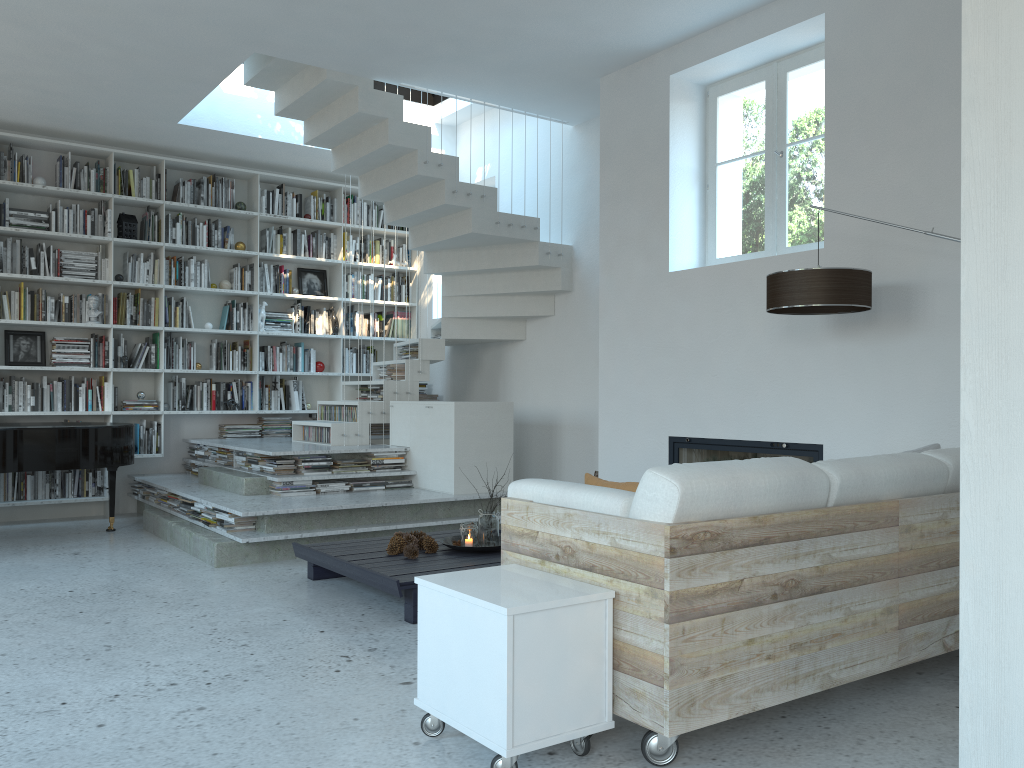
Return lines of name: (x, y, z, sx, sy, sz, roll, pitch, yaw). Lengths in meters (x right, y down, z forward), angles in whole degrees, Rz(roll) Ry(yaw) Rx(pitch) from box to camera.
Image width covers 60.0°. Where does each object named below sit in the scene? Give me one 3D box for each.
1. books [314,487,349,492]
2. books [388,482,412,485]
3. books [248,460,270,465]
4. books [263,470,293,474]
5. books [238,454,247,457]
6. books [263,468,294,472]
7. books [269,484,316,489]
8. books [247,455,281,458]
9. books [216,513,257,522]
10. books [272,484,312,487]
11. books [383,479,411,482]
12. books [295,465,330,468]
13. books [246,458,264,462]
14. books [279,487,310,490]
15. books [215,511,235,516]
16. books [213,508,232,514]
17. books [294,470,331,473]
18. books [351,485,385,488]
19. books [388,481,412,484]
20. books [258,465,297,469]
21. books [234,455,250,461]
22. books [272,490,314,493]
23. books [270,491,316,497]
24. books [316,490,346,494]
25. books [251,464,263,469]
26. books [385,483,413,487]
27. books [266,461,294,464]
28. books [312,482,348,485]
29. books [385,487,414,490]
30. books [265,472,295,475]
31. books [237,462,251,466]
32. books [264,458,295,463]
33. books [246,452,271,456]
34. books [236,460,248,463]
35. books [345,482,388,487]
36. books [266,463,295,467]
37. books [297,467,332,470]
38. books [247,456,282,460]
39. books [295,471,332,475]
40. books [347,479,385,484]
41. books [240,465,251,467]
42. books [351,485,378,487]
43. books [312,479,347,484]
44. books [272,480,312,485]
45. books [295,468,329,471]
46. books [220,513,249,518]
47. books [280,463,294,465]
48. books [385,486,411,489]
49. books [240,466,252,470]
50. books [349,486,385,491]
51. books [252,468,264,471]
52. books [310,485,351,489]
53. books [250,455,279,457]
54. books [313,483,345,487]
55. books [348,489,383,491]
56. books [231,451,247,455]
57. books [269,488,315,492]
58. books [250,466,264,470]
books: (-1.340, 0.770, 6.512, 0.232, 0.019, 0.169, 1, -1, -40)
books: (-0.903, 0.765, 6.847, 0.225, 0.007, 0.133, 1, -1, -31)
books: (-1.884, 0.593, 6.746, 0.177, 0.026, 0.230, 1, -1, -35)
books: (-1.721, 0.642, 6.523, 0.161, 0.014, 0.212, 1, -1, -31)
books: (-2.054, 0.559, 7.000, 0.145, 0.017, 0.208, 1, -1, -40)
books: (-1.716, 0.627, 6.526, 0.152, 0.015, 0.208, 1, -1, -38)
books: (-1.576, 0.730, 6.354, 0.292, 0.012, 0.159, 1, -1, -32)
books: (-1.885, 0.549, 6.745, 0.171, 0.007, 0.260, 1, -1, -37)
books: (-1.782, 0.860, 5.740, 0.156, 0.027, 0.287, 1, -1, -40)
books: (-1.583, 0.719, 6.364, 0.257, 0.010, 0.132, 1, -1, -31)
books: (-0.906, 0.744, 6.851, 0.215, 0.007, 0.130, 1, -1, -33)
books: (-1.478, 0.605, 6.571, 0.210, 0.012, 0.168, 1, -1, -34)
books: (-1.888, 0.576, 6.743, 0.187, 0.009, 0.250, 1, -1, -35)
books: (-1.574, 0.742, 6.351, 0.210, 0.012, 0.168, 1, -1, -31)
books: (-1.788, 0.827, 5.736, 0.176, 0.010, 0.266, 1, -1, -39)
books: (-1.794, 0.815, 5.732, 0.192, 0.014, 0.256, 1, -1, -39)
books: (-1.483, 0.642, 6.577, 0.227, 0.013, 0.148, 1, -1, -37)
books: (-1.111, 0.768, 6.681, 0.254, 0.005, 0.161, 1, -1, -39)
books: (-0.906, 0.754, 6.852, 0.229, 0.014, 0.133, 1, -1, -36)
books: (-1.726, 0.608, 6.518, 0.184, 0.014, 0.297, 1, -1, -36)
books: (-2.063, 0.582, 6.994, 0.174, 0.029, 0.250, 1, -1, -37)
books: (-1.578, 0.764, 6.356, 0.264, 0.006, 0.164, 1, -1, -34)
books: (-1.566, 0.778, 6.340, 0.262, 0.023, 0.200, 1, -1, -37)
books: (-1.349, 0.787, 6.524, 0.208, 0.015, 0.152, 1, -1, -37)
books: (-1.876, 0.621, 6.752, 0.155, 0.028, 0.189, 1, -1, -34)
books: (-0.901, 0.777, 6.844, 0.234, 0.017, 0.151, 1, -1, -34)
books: (-1.710, 0.574, 6.530, 0.132, 0.009, 0.269, 1, -1, -31)
books: (-1.349, 0.727, 6.526, 0.242, 0.005, 0.152, 1, -1, -34)
books: (-0.897, 0.798, 6.839, 0.261, 0.006, 0.151, 1, -1, -39)
books: (-1.708, 0.653, 6.532, 0.144, 0.009, 0.249, 1, -1, -35)
books: (-2.058, 0.624, 6.997, 0.167, 0.024, 0.192, 1, -1, -34)
books: (-1.713, 0.562, 6.528, 0.149, 0.014, 0.228, 1, -1, -37)
books: (-1.896, 0.527, 6.737, 0.189, 0.022, 0.237, 1, -1, -30)
books: (-2.067, 0.604, 6.991, 0.178, 0.015, 0.187, 1, -1, -30)
books: (-1.106, 0.748, 6.674, 0.287, 0.018, 0.190, 1, -1, -36)
books: (-1.706, 0.595, 6.533, 0.137, 0.012, 0.242, 1, -1, -34)
books: (-1.472, 0.617, 6.562, 0.215, 0.013, 0.189, 1, -1, -36)
books: (-1.886, 0.559, 6.745, 0.168, 0.013, 0.281, 1, -1, -38)
books: (-1.475, 0.655, 6.566, 0.216, 0.015, 0.177, 1, -1, -37)
books: (-1.118, 0.735, 6.678, 0.275, 0.009, 0.176, 1, -1, -35)
books: (-2.044, 0.642, 7.007, 0.136, 0.013, 0.258, 1, -1, -35)
books: (-1.121, 0.761, 6.696, 0.273, 0.009, 0.129, 1, -1, -32)
books: (-1.351, 0.718, 6.527, 0.220, 0.013, 0.149, 1, -1, -36)
books: (-1.575, 0.701, 6.353, 0.234, 0.025, 0.157, 1, -1, -40)
books: (-1.486, 0.630, 6.582, 0.207, 0.012, 0.131, 1, -1, -39)
books: (-1.782, 0.839, 5.740, 0.165, 0.015, 0.243, 1, -1, -31)
books: (-1.688, 0.584, 6.545, 0.091, 0.011, 0.190, 1, -1, -37)
books: (-0.900, 0.790, 6.842, 0.179, 0.010, 0.160, 1, -1, -35)
books: (-2.051, 0.657, 7.002, 0.132, 0.016, 0.262, 1, -1, -30)
books: (-1.108, 0.779, 6.676, 0.250, 0.018, 0.177, 1, -1, -32)
books: (-1.878, 0.652, 6.751, 0.142, 0.020, 0.230, 1, -1, -30)
books: (-1.346, 0.754, 6.521, 0.272, 0.012, 0.158, 1, -1, -37)
books: (-1.885, 0.542, 6.745, 0.170, 0.008, 0.208, 1, -1, -32)
books: (-1.353, 0.739, 6.530, 0.211, 0.018, 0.134, 1, -1, -32)
books: (-1.120, 0.793, 6.693, 0.249, 0.009, 0.144, 1, -1, -36)
books: (-2.073, 0.544, 6.986, 0.192, 0.014, 0.256, 1, -1, -39)
books: (-1.578, 0.757, 6.356, 0.285, 0.008, 0.159, 1, -1, -37)
books: (-1.881, 0.638, 6.748, 0.154, 0.007, 0.292, 1, -1, -32)
